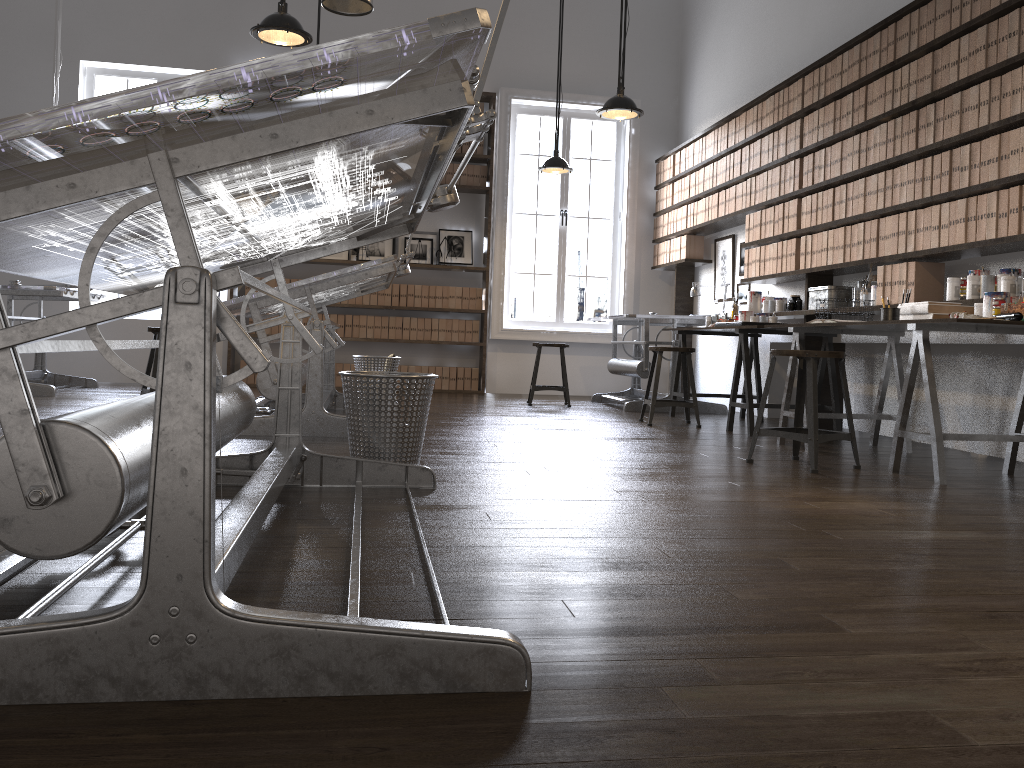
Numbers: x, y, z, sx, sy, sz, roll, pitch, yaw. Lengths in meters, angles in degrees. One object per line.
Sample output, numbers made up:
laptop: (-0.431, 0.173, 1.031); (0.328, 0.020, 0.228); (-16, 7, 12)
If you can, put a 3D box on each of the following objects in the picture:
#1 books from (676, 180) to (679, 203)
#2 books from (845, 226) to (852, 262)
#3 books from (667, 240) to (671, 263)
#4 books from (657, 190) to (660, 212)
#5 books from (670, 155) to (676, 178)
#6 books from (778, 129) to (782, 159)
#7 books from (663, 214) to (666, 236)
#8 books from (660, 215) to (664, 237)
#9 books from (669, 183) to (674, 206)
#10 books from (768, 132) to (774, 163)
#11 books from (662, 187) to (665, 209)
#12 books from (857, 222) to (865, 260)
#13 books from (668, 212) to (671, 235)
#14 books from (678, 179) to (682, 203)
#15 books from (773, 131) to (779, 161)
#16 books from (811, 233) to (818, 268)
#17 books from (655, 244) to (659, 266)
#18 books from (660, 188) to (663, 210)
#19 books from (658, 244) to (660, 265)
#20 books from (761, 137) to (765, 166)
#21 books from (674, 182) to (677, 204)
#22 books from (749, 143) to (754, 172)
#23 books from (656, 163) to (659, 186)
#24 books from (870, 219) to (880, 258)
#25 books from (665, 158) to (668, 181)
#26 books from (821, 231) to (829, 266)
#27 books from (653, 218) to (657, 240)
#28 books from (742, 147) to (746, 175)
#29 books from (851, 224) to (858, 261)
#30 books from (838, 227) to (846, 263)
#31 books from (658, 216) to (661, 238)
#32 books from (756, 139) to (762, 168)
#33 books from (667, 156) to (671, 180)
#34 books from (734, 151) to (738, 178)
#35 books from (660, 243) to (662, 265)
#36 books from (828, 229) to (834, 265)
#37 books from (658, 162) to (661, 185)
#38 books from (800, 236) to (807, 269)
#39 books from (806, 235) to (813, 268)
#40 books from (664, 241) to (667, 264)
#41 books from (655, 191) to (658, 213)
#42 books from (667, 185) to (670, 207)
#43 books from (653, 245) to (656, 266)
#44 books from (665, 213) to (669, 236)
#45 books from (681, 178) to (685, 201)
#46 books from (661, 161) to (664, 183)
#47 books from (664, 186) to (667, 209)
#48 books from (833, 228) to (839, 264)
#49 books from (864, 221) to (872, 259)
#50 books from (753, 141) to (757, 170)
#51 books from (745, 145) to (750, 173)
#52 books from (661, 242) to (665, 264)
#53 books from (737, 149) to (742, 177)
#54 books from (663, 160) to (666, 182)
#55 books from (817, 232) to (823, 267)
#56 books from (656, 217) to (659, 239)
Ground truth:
books: (1.654, -1.815, 8.418); (0.174, 0.226, 0.067); (2, 0, -9)
books: (2.129, -0.847, 5.403); (0.174, 0.226, 0.067); (2, 0, -9)
books: (1.602, -1.280, 8.620); (0.174, 0.226, 0.067); (2, 0, -9)
books: (1.566, -1.848, 8.959); (0.174, 0.226, 0.067); (2, 0, -9)
books: (1.635, -2.107, 8.619); (0.174, 0.225, 0.067); (2, 0, -9)
books: (2.005, -1.710, 6.349); (0.174, 0.226, 0.067); (2, 0, -9)
books: (1.592, -1.564, 8.769); (0.174, 0.226, 0.067); (2, 0, -9)
books: (1.576, -1.568, 8.838); (0.174, 0.226, 0.067); (2, 0, -9)
books: (1.626, -1.830, 8.624); (0.174, 0.226, 0.067); (2, 0, -9)
books: (1.976, -1.717, 6.487); (0.174, 0.226, 0.067); (2, 0, -9)
books: (1.591, -1.841, 8.826); (0.174, 0.225, 0.067); (2, 0, -9)
books: (2.148, -0.840, 5.263); (0.174, 0.226, 0.067); (2, 0, -9)
books: (1.616, -1.557, 8.622); (0.174, 0.225, 0.067); (2, 0, -9)
books: (1.666, -1.811, 8.346); (0.174, 0.226, 0.067); (2, 0, -9)
books: (1.991, -1.714, 6.418); (0.174, 0.226, 0.067); (2, 0, -9)
books: (2.063, -0.868, 5.807); (0.174, 0.226, 0.067); (2, 0, -9)
books: (1.543, -1.297, 8.963); (0.174, 0.226, 0.067); (2, 0, -9)
books: (1.579, -1.844, 8.887); (0.174, 0.225, 0.067); (2, 0, -9)
books: (1.561, -1.293, 8.891); (0.174, 0.225, 0.067); (2, 0, -9)
books: (1.957, -1.724, 6.621); (0.174, 0.225, 0.067); (2, 0, -9)
books: (1.645, -1.818, 8.490); (0.174, 0.226, 0.067); (2, 0, -9)
books: (1.925, -1.734, 6.823); (0.174, 0.226, 0.067); (2, 0, -9)
books: (1.561, -2.129, 9.039); (0.174, 0.226, 0.067); (2, 0, -9)
books: (2.171, -0.833, 5.118); (0.174, 0.226, 0.067); (2, 0, -9)
books: (1.613, -2.114, 8.760); (0.174, 0.226, 0.067); (2, 0, -9)
books: (2.080, -0.861, 5.668); (0.174, 0.226, 0.067); (2, 0, -9)
books: (1.540, -1.578, 9.044); (0.174, 0.226, 0.067); (2, 0, -9)
books: (1.902, -1.741, 6.963); (0.174, 0.226, 0.067); (2, 0, -9)
books: (2.141, -0.844, 5.333); (0.174, 0.226, 0.067); (2, 0, -9)
books: (2.112, -0.851, 5.469); (0.174, 0.226, 0.067); (2, 0, -9)
books: (1.568, -1.571, 8.909); (0.174, 0.226, 0.067); (2, 0, -9)
books: (1.942, -1.727, 6.686); (0.174, 0.226, 0.067); (2, 0, -9)
books: (1.621, -2.111, 8.690); (0.174, 0.226, 0.067); (2, 0, -9)
books: (1.878, -1.748, 7.111); (0.174, 0.225, 0.067); (2, 0, -9)
books: (1.569, -1.290, 8.826); (0.174, 0.225, 0.067); (2, 0, -9)
books: (2.094, -0.857, 5.597); (0.174, 0.225, 0.067); (2, 0, -9)
books: (1.573, -2.125, 8.968); (0.174, 0.226, 0.067); (2, 0, -9)
books: (2.032, -0.875, 5.946); (0.174, 0.226, 0.067); (2, 0, -9)
books: (2.048, -0.871, 5.875); (0.174, 0.226, 0.067); (2, 0, -9)
books: (1.587, -1.284, 8.691); (0.174, 0.226, 0.067); (2, 0, -9)
books: (1.558, -1.851, 9.029); (0.174, 0.226, 0.067); (2, 0, -9)
books: (1.614, -1.834, 8.694); (0.174, 0.226, 0.067); (2, 0, -9)
books: (1.536, -1.301, 9.038); (0.174, 0.226, 0.067); (2, 0, -9)
books: (1.599, -1.561, 8.694); (0.174, 0.226, 0.067); (2, 0, -9)
books: (1.680, -1.808, 8.285); (0.174, 0.225, 0.067); (2, 0, -9)
books: (1.589, -2.121, 8.897); (0.174, 0.226, 0.067); (2, 0, -9)
books: (1.598, -1.837, 8.759); (0.174, 0.226, 0.067); (2, 0, -9)
books: (2.106, -0.854, 5.535); (0.174, 0.225, 0.067); (2, 0, -9)
books: (2.164, -0.837, 5.193); (0.174, 0.226, 0.067); (2, 0, -9)
books: (1.936, -1.730, 6.753); (0.174, 0.226, 0.067); (2, 0, -9)
books: (1.909, -1.738, 6.893); (0.174, 0.226, 0.067); (2, 0, -9)
books: (1.575, -1.287, 8.763); (0.174, 0.226, 0.067); (2, 0, -9)
books: (1.884, -1.745, 7.036); (0.174, 0.226, 0.067); (2, 0, -9)
books: (1.604, -2.118, 8.829); (0.174, 0.226, 0.067); (2, 0, -9)
books: (2.072, -0.864, 5.738); (0.174, 0.226, 0.067); (2, 0, -9)
books: (1.556, -1.575, 8.979); (0.174, 0.226, 0.067); (2, 0, -9)
